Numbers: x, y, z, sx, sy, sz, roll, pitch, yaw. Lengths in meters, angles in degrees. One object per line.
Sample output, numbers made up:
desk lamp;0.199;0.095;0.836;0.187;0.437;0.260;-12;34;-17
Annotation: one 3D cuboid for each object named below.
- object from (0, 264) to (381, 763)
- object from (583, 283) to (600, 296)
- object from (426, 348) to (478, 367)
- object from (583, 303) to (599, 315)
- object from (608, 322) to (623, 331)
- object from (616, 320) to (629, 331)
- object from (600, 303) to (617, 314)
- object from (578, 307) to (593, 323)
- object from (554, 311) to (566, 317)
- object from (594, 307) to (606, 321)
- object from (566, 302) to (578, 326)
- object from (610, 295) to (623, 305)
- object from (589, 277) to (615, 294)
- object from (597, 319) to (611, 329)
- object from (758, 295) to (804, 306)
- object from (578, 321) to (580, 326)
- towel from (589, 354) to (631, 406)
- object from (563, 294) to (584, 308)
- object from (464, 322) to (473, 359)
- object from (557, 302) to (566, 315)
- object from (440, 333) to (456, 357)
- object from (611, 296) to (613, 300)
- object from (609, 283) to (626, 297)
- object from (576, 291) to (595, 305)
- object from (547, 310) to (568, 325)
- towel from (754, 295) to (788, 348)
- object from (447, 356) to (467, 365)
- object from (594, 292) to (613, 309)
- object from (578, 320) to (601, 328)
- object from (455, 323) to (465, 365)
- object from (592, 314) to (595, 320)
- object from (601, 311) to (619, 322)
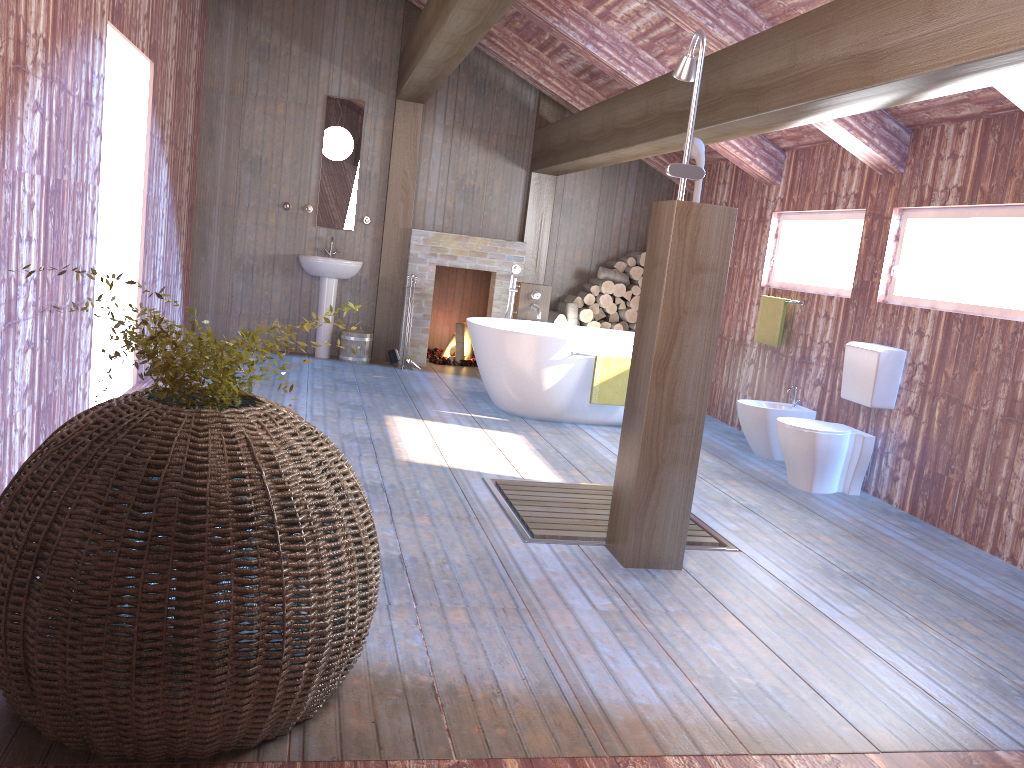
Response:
object;-0.805;0.267;2.273;0.972;1.073;0.970;1;10;-32
object;0.787;-0.937;8.777;0.106;0.112;0.282;5;9;-12
object;-0.615;-0.287;9.431;0.829;0.085;0.935;2;10;-31
object;0.769;-0.760;8.806;0.111;0.113;0.301;5;9;-14
object;0.989;-0.579;8.876;0.098;0.100;0.437;5;9;-15
object;1.078;-0.596;8.996;0.116;0.118;0.289;4;9;-15
object;0.948;-0.769;8.830;0.115;0.123;0.291;5;9;-12
object;0.677;-0.702;8.787;0.138;0.147;0.440;5;9;-13
object;0.490;-0.677;8.861;0.099;0.093;0.280;5;9;-12
object;0.842;-0.716;8.920;0.128;0.150;0.323;5;9;-13
object;0.581;-0.642;8.598;0.147;0.298;0.109;5;9;-10
object;1.027;-0.839;8.838;0.088;0.092;0.280;5;9;-12
object;0.887;-0.975;8.788;0.135;0.145;0.439;5;9;-13
object;0.888;-0.585;8.857;0.114;0.120;0.303;5;9;-12
object;2.000;-0.634;6.647;0.091;0.043;0.581;5;9;-13
object;0.584;-0.626;8.876;0.121;0.124;0.291;5;9;-12
towel;0.753;-0.023;6.364;0.370;0.361;0.032;4;9;-17
object;0.610;-0.822;8.793;0.114;0.113;0.301;4;9;-15
object;-0.480;-0.423;9.342;0.140;0.459;0.266;8;9;4
object;0.540;-0.755;8.860;0.108;0.113;0.302;5;9;-13
object;-0.630;-0.385;9.250;0.221;0.306;0.121;9;9;14
object;0.957;-0.851;8.805;0.057;0.061;0.156;5;9;-14
object;0.997;-0.952;8.816;0.138;0.147;0.440;5;9;-13
object;0.727;-0.850;8.764;0.115;0.123;0.291;5;9;-12
object;0.418;-0.644;8.750;0.139;0.137;0.455;5;9;-15
towel;1.945;-0.474;6.668;0.032;0.361;0.370;5;9;-13
object;-0.564;-0.249;9.127;0.085;0.084;0.278;12;10;33
object;0.860;-0.840;8.800;0.141;0.143;0.437;5;9;-15
object;0.746;-0.590;8.837;0.139;0.148;0.458;5;9;-13
object;-0.536;-0.408;9.096;0.098;0.434;0.283;5;9;-15
object;0.766;-0.680;8.820;0.064;0.068;0.174;5;9;-14
object;0.985;-0.690;8.959;0.104;0.127;0.321;5;9;-13
